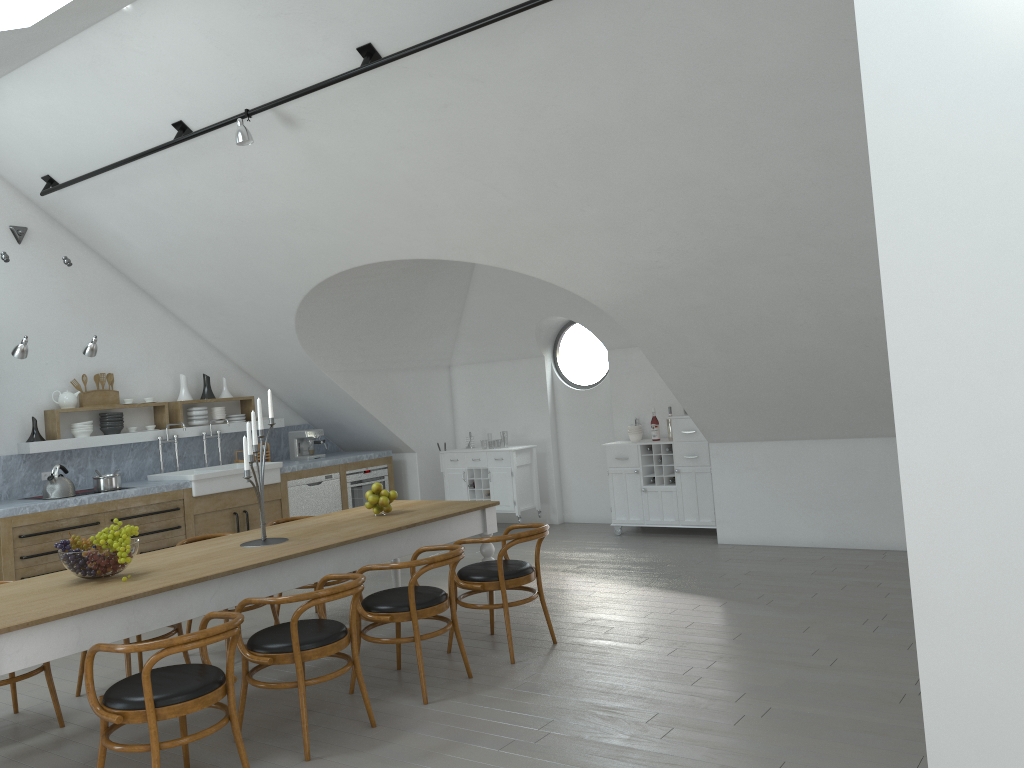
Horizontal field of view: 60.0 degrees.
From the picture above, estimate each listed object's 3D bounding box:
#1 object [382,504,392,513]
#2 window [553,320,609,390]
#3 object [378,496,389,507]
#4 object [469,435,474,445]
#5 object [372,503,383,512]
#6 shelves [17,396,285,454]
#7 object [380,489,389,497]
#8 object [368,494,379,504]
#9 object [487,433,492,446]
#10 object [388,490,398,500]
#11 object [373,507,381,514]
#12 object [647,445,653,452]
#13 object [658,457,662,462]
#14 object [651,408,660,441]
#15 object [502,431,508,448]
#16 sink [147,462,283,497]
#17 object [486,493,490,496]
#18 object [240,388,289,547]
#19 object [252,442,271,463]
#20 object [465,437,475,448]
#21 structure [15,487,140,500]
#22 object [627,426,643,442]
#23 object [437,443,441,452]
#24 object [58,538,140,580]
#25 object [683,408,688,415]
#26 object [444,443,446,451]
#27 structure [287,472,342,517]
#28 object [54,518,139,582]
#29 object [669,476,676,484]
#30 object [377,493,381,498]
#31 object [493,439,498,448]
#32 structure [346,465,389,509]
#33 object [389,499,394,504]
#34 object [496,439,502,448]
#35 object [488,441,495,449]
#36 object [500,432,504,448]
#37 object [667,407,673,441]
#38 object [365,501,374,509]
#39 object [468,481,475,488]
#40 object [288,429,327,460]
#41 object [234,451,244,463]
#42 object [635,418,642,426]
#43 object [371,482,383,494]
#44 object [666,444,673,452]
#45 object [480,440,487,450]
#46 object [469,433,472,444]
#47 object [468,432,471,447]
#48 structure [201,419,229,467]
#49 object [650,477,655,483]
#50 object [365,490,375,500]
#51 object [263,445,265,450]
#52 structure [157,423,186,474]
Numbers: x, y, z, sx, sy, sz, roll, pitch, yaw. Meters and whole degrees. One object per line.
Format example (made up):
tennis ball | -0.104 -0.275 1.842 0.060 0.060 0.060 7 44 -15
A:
object | -0.807 0.802 5.737 0.064 0.063 0.063 -4 -2 -43
window | 0.811 -0.340 9.859 0.898 0.901 0.060 -6 -2 36
object | -0.823 0.754 5.683 0.071 0.072 0.070 -5 -1 0
object | -0.479 0.653 10.180 0.097 0.137 0.029 -6 -2 39
object | -0.871 0.801 5.775 0.080 0.074 0.078 -5 -1 -9
shelves | -4.134 -0.090 7.477 0.479 1.363 5.553 -6 -1 30
object | -0.822 0.709 5.718 0.053 0.057 0.058 -4 -2 -40
object | -0.886 0.739 5.678 0.071 0.064 0.072 -5 -1 29
object | -0.242 0.632 9.806 0.048 0.169 0.048 -5 -2 23
object | -0.773 0.721 5.746 0.063 0.063 0.062 -5 -1 -2
object | -0.870 0.815 5.707 0.049 0.050 0.051 -6 -1 39
object | 1.431 0.635 8.789 0.092 0.094 0.359 -6 -1 36
object | 1.526 0.738 8.731 0.085 0.085 0.331 -6 -1 35
object | 1.424 0.401 8.828 0.081 0.330 0.081 -6 -2 32
object | -0.071 0.609 9.723 0.063 0.187 0.063 -5 -2 21
sink | -2.820 0.908 8.480 0.726 0.202 1.021 -5 0 36
object | -0.187 1.200 9.726 0.081 0.083 0.317 -6 -1 35
object | -1.415 0.457 5.069 0.265 0.876 0.774 -5 -1 10
object | -2.706 0.745 9.503 0.104 0.223 0.200 -6 -2 36
object | -0.483 0.673 10.173 0.101 0.138 0.067 -6 -2 36
structure | -3.664 0.943 7.477 0.646 0.041 0.738 -5 0 36
object | 1.240 0.502 8.931 0.158 0.160 0.154 -4 -1 -26
object | -0.801 0.801 10.104 0.088 0.269 0.029 -5 -2 9
object | -1.993 0.860 4.292 0.360 0.160 0.360 -5 -1 16
object | 1.679 0.250 8.510 0.082 0.105 0.081 -4 -1 -16
object | -0.756 0.797 10.072 0.029 0.269 0.088 -4 -2 -28
structure | -2.225 1.376 9.210 0.598 0.823 0.724 -6 -2 36
object | -1.986 0.796 4.268 0.394 0.284 0.292 -5 -1 0
object | 1.619 0.928 8.657 0.081 0.081 0.359 -5 -1 34
object | -0.853 0.720 5.778 0.053 0.051 0.052 -5 -1 7
object | -0.164 0.664 9.814 0.094 0.093 0.093 -5 -1 23
structure | -1.789 1.248 9.825 0.630 0.637 0.633 -6 -1 36
object | -0.807 0.747 5.790 0.076 0.076 0.077 -5 -1 3
object | -0.140 0.659 9.726 0.071 0.099 0.071 -4 -2 -31
object | -0.220 0.672 9.741 0.077 0.085 0.077 -5 -1 23
object | -0.099 0.615 9.781 0.054 0.179 0.054 -5 -2 13
object | 1.566 0.388 8.719 0.085 0.331 0.085 -5 -2 -5
object | -0.919 0.779 5.718 0.059 0.056 0.059 -5 -1 30
object | -0.378 1.114 9.815 0.081 0.085 0.317 -6 -1 36
object | -2.186 0.661 9.692 0.386 0.321 0.324 -5 -1 36
object | -2.825 0.780 9.315 0.100 0.171 0.173 -6 -2 37
object | 1.286 0.454 9.173 0.115 0.209 0.065 -6 -2 38
object | -0.873 0.673 5.744 0.072 0.074 0.072 -6 -1 36
object | 1.595 0.625 8.661 0.087 0.085 0.360 -5 -1 36
object | -0.306 0.669 9.757 0.082 0.105 0.081 -4 -2 -41
object | -0.474 0.639 10.154 0.024 0.164 0.039 -3 -3 -42
object | -0.491 0.639 10.185 0.039 0.175 0.054 -6 -2 36
structure | -2.908 0.615 8.883 0.332 0.530 0.214 -5 -2 16
object | 1.482 0.937 8.763 0.156 0.085 0.331 -5 -1 37
object | -0.918 0.725 5.744 0.066 0.071 0.072 -5 -1 5
object | -2.654 0.749 9.508 0.040 0.192 0.042 -5 -2 -4
structure | -3.193 0.636 8.486 0.332 0.530 0.214 -5 -2 16
